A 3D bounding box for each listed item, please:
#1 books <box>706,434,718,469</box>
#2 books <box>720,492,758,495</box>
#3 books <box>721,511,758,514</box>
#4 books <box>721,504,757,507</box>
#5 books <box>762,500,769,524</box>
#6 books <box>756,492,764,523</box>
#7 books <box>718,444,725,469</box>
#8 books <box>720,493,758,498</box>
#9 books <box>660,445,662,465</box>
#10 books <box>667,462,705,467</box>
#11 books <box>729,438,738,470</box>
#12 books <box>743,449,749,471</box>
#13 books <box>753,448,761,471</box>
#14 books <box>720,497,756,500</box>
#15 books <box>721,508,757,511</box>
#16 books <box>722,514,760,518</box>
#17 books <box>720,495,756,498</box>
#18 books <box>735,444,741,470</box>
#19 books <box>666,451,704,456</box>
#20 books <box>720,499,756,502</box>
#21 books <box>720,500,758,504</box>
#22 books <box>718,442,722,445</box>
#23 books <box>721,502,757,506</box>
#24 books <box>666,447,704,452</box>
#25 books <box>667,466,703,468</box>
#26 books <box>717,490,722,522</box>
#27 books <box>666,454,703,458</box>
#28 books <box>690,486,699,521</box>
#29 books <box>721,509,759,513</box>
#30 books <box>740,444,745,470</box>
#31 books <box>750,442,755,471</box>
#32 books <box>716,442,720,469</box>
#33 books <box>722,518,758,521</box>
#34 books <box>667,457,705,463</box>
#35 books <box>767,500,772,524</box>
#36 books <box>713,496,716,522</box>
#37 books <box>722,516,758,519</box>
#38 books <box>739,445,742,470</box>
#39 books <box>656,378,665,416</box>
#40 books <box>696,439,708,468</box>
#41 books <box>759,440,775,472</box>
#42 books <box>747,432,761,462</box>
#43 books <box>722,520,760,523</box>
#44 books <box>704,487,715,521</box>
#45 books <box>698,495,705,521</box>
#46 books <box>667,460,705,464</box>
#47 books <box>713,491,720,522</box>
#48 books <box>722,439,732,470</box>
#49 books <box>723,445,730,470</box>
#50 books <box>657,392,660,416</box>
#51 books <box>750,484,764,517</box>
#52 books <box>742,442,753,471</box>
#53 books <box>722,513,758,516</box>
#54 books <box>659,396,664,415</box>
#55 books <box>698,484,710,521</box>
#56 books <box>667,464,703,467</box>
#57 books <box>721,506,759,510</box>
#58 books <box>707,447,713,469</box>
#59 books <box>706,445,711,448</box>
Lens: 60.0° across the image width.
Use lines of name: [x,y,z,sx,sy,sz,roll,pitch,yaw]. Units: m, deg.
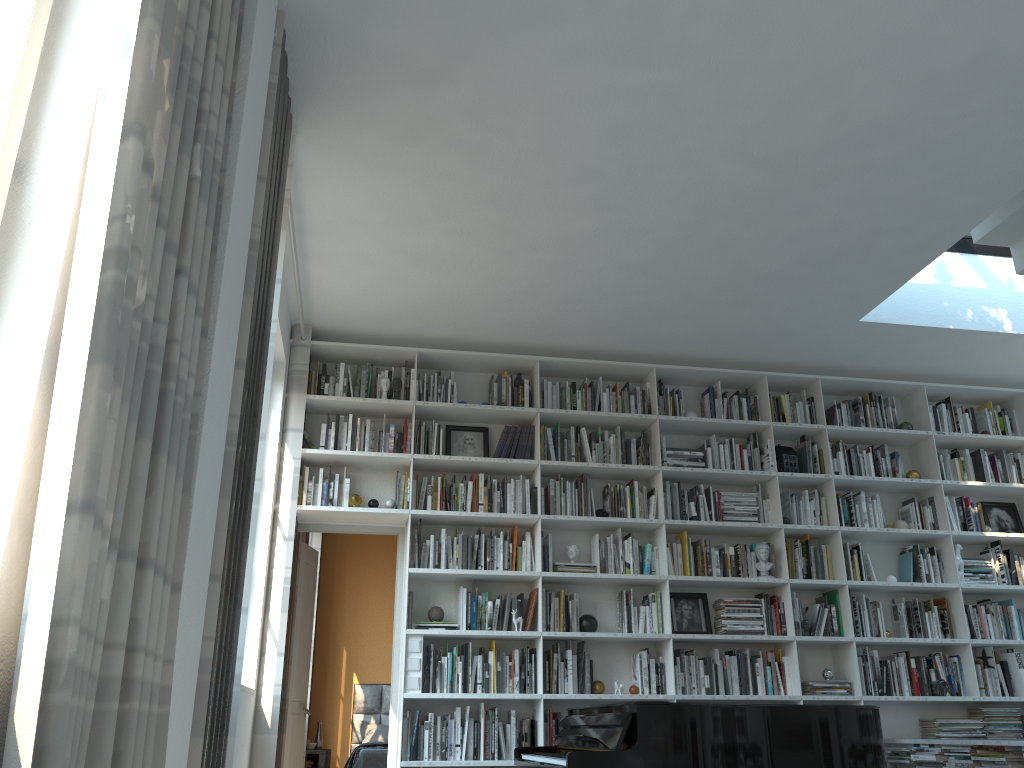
books: [1.416,0.522,6.307,0.011,0.283,0.191,3,-21,-9]
books: [1.565,0.792,6.259,0.285,0.012,0.160,3,-22,-7]
books: [1.566,0.917,6.211,0.254,0.012,0.161,4,-22,-11]
books: [1.566,0.871,6.226,0.254,0.012,0.161,5,-22,-12]
books: [1.753,0.933,6.239,0.029,0.197,0.172,3,-21,-9]
books: [1.723,0.900,6.231,0.012,0.253,0.161,3,-21,-9]
books: [1.464,0.561,6.316,0.027,0.215,0.191,3,-21,-9]
books: [1.567,0.800,6.248,0.285,0.012,0.160,5,-22,-14]
books: [1.024,0.536,6.252,0.013,0.217,0.141,3,-21,-9]
books: [1.199,0.586,6.266,0.285,0.012,0.160,5,-22,-12]
books: [1.556,0.543,6.342,0.023,0.268,0.185,3,-21,-9]
books: [1.639,0.583,6.334,0.029,0.187,0.176,3,-21,-9]
books: [1.727,0.583,6.352,0.029,0.201,0.192,3,-21,-9]
books: [1.566,0.825,6.246,0.254,0.012,0.161,3,-22,-7]
books: [1.565,0.896,6.222,0.254,0.012,0.161,3,-22,-8]
books: [1.566,0.939,6.200,0.285,0.012,0.160,5,-22,-12]
books: [1.565,0.815,6.254,0.254,0.012,0.161,4,-22,-9]
books: [1.580,0.563,6.329,0.023,0.222,0.191,3,-21,-9]
books: [1.200,0.514,6.296,0.285,0.024,0.160,3,-22,-7]
books: [1.567,0.836,6.235,0.254,0.012,0.161,2,-21,-5]
books: [1.565,0.850,6.239,0.285,0.012,0.160,4,-22,-10]
books: [1.481,0.554,6.335,0.012,0.243,0.132,3,-21,-9]
books: [1.566,0.861,6.232,0.254,0.012,0.161,3,-22,-7]
books: [1.199,0.493,6.310,0.285,0.024,0.160,4,-22,-9]
books: [1.200,0.607,6.254,0.254,0.012,0.161,2,-21,-5]
books: [1.416,0.881,6.173,0.013,0.246,0.177,3,-21,-9]
books: [1.201,0.535,6.284,0.254,0.025,0.161,5,-22,-13]
books: [1.272,0.863,6.178,0.022,0.284,0.131,3,-21,-9]
books: [1.565,0.907,6.218,0.285,0.012,0.160,3,-22,-8]
books: [1.618,0.564,6.342,0.012,0.229,0.159,3,-21,-9]
books: [1.696,0.559,6.371,0.029,0.260,0.133,3,-21,-9]
books: [1.429,0.550,6.316,0.021,0.236,0.172,3,-21,-9]
books: [1.565,0.964,6.198,0.254,0.012,0.161,4,-22,-9]
books: [1.201,0.557,6.272,0.285,0.024,0.160,2,-21,-5]
books: [1.781,0.933,6.250,0.030,0.204,0.159,3,-21,-9]
books: [1.379,0.901,6.181,0.024,0.215,0.133,3,-21,-9]
books: [1.566,0.952,6.200,0.254,0.012,0.161,4,-22,-10]
books: [1.606,0.566,6.346,0.010,0.229,0.153,3,-21,-9]
books: [1.070,0.142,6.418,0.014,0.339,0.145,3,-21,-9]
books: [1.354,0.538,6.307,0.012,0.253,0.161,3,-21,-9]
books: [1.790,0.550,6.316,0.037,0.236,0.273,3,-21,-9]
books: [1.745,0.526,6.387,0.012,0.333,0.156,3,-21,-9]
books: [1.566,0.975,6.192,0.285,0.012,0.160,3,-22,-8]
books: [1.360,0.869,6.173,0.021,0.268,0.192,3,-21,-9]
books: [1.296,0.894,6.164,0.024,0.215,0.148,3,-21,-9]
books: [1.199,0.576,6.272,0.285,0.012,0.160,4,-22,-11]
books: [1.400,0.886,6.181,0.015,0.244,0.183,3,-21,-9]
books: [1.527,0.547,6.357,0.029,0.272,0.141,3,-21,-9]
books: [1.502,0.563,6.325,0.028,0.218,0.184,3,-21,-9]
books: [1.027,0.192,6.390,0.023,0.227,0.157,3,-21,-9]
books: [1.732,0.876,6.259,0.012,0.317,0.140,3,-21,-9]
books: [1.669,0.557,6.349,0.032,0.247,0.174,3,-21,-9]
books: [1.566,0.928,6.207,0.254,0.012,0.161,3,-22,-7]
books: [1.053,0.204,6.377,0.026,0.193,0.167,3,-21,-9]
books: [1.322,0.862,6.184,0.049,0.290,0.163,3,-21,-9]
books: [1.199,0.597,6.262,0.254,0.012,0.161,5,-22,-12]
books: [1.566,0.883,6.222,0.285,0.012,0.160,2,-22,-6]
books: [1.373,0.568,6.294,0.025,0.186,0.194,3,-21,-9]
books: [1.392,0.564,6.331,0.024,0.222,0.129,3,-21,-9]
